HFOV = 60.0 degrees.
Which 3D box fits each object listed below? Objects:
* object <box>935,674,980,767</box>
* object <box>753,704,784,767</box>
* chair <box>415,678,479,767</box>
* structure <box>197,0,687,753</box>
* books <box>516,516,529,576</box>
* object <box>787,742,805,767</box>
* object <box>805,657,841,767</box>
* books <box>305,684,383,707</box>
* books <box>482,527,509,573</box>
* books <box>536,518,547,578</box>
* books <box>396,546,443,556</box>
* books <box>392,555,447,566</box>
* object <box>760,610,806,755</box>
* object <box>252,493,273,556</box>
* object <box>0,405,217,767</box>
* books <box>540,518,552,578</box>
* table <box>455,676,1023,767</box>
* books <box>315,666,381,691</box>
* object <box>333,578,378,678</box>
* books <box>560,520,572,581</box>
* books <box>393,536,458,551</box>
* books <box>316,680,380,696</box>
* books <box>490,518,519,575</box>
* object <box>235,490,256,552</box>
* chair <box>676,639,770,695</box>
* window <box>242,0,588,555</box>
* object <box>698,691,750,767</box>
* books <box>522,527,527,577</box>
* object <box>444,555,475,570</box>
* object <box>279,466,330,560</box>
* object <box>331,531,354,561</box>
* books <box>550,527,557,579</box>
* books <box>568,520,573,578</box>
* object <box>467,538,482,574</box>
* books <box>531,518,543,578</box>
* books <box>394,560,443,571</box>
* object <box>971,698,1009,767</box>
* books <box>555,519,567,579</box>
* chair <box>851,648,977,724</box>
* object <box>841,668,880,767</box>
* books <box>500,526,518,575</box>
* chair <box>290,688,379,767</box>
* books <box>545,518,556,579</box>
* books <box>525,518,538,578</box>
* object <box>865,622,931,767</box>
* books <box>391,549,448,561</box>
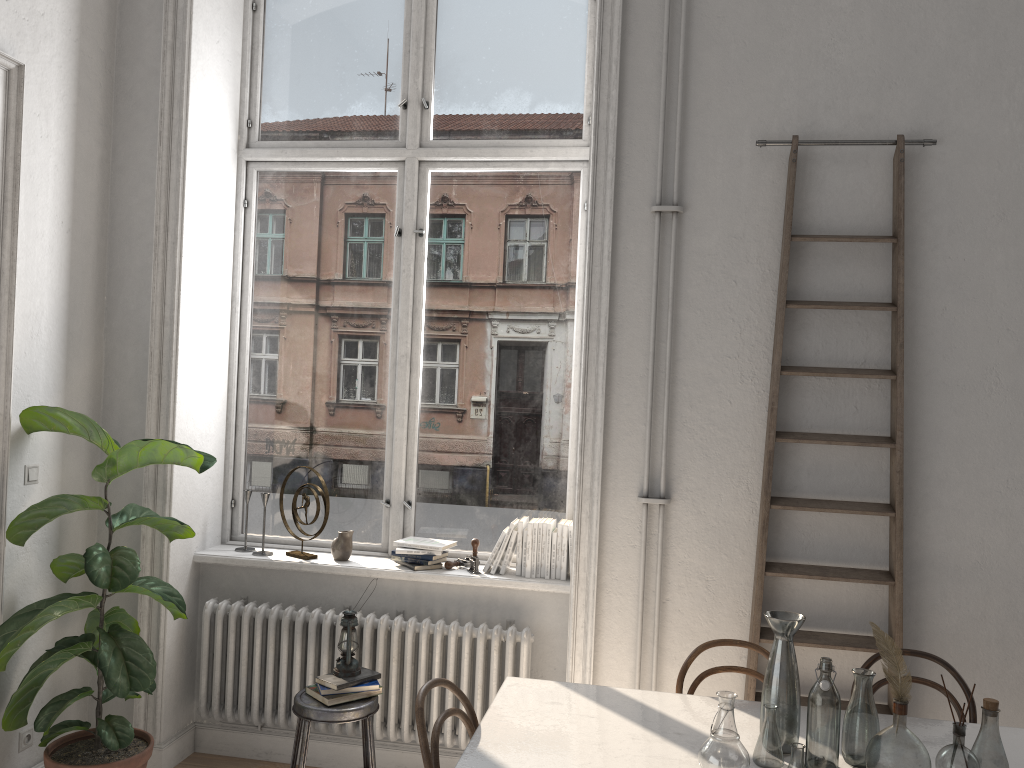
[{"bbox_3d":[1.178,0.918,2.336,0.107,0.283,0.107,3,0,5],"label":"object"},{"bbox_3d":[0.705,0.961,2.428,0.083,0.158,0.083,3,0,6],"label":"object"},{"bbox_3d":[-0.009,1.330,2.485,0.549,0.920,0.438,3,0,18],"label":"chair"},{"bbox_3d":[1.193,-0.391,3.564,5.181,4.474,0.340,2,0,10],"label":"structure"},{"bbox_3d":[0.048,0.733,4.029,0.024,0.243,0.175,3,0,10],"label":"books"},{"bbox_3d":[0.747,0.994,2.324,0.058,0.094,0.058,3,0,38],"label":"object"},{"bbox_3d":[0.846,0.894,2.405,0.086,0.301,0.086,2,0,-4],"label":"object"},{"bbox_3d":[-0.673,1.227,3.559,0.246,0.034,0.194,3,0,-40],"label":"books"},{"bbox_3d":[-0.066,0.751,4.031,0.105,0.194,0.155,3,0,9],"label":"books"},{"bbox_3d":[0.135,0.737,4.009,0.019,0.244,0.174,3,0,10],"label":"books"},{"bbox_3d":[-0.420,0.758,4.062,0.205,0.020,0.155,3,0,0],"label":"books"},{"bbox_3d":[-0.424,0.801,4.076,0.205,0.022,0.155,2,0,30],"label":"books"},{"bbox_3d":[0.770,0.851,2.532,0.116,0.383,0.116,3,0,21],"label":"object"},{"bbox_3d":[-1.167,0.659,4.174,0.095,0.289,0.095,3,0,32],"label":"object"},{"bbox_3d":[0.868,0.907,2.791,5.826,1.842,0.792,2,0,15],"label":"object"},{"bbox_3d":[0.157,0.738,4.010,0.024,0.243,0.175,3,0,10],"label":"books"},{"bbox_3d":[0.952,1.440,2.339,2.200,0.780,1.100,2,0,10],"label":"table"},{"bbox_3d":[-0.657,1.180,3.560,0.147,0.027,0.221,2,0,42],"label":"books"},{"bbox_3d":[-0.633,0.978,3.586,0.163,0.383,0.154,2,0,-16],"label":"object"},{"bbox_3d":[0.244,0.741,3.975,0.024,0.243,0.175,3,0,10],"label":"books"},{"bbox_3d":[-0.397,0.734,4.078,0.243,0.019,0.174,2,0,20],"label":"books"},{"bbox_3d":[-0.660,1.202,3.560,0.232,0.029,0.162,3,0,-19],"label":"books"},{"bbox_3d":[-0.028,0.733,4.020,0.100,0.235,0.174,3,0,10],"label":"books"},{"bbox_3d":[-1.272,0.654,4.251,0.095,0.289,0.095,3,0,41],"label":"object"},{"bbox_3d":[0.742,1.364,2.892,0.438,0.920,0.549,3,0,8],"label":"chair"},{"bbox_3d":[-0.487,-0.637,4.274,1.622,2.843,0.013,3,0,10],"label":"window"},{"bbox_3d":[0.558,0.923,2.325,0.132,0.219,0.132,3,0,-1],"label":"object"},{"bbox_3d":[0.069,0.753,4.005,0.020,0.205,0.155,3,0,10],"label":"books"},{"bbox_3d":[-0.243,0.818,4.049,0.153,0.048,0.088,3,0,-40],"label":"object"},{"bbox_3d":[-0.973,0.599,4.161,0.347,0.425,0.087,3,0,42],"label":"object"},{"bbox_3d":[-0.791,0.747,4.124,0.100,0.142,0.102,2,0,-15],"label":"object"},{"bbox_3d":[0.196,0.758,3.982,0.020,0.205,0.155,3,0,10],"label":"books"},{"bbox_3d":[0.275,0.742,3.967,0.040,0.244,0.174,3,0,10],"label":"books"},{"bbox_3d":[-0.167,0.769,3.979,0.048,0.153,0.088,2,0,-20],"label":"object"},{"bbox_3d":[0.113,0.735,3.996,0.019,0.244,0.174,3,0,10],"label":"books"},{"bbox_3d":[-0.431,0.823,4.080,0.147,0.023,0.221,3,0,-31],"label":"books"},{"bbox_3d":[1.288,0.958,2.394,0.101,0.212,0.101,2,0,-41],"label":"object"},{"bbox_3d":[0.223,0.740,3.999,0.024,0.243,0.175,3,0,10],"label":"books"},{"bbox_3d":[1.320,1.390,2.870,0.438,0.920,0.549,3,0,17],"label":"chair"},{"bbox_3d":[0.969,0.923,2.457,0.098,0.255,0.100,2,0,-13],"label":"object"},{"bbox_3d":[-0.004,0.750,4.017,0.072,0.203,0.155,3,0,10],"label":"books"},{"bbox_3d":[-0.708,1.501,3.530,0.364,0.523,0.360,2,0,-16],"label":"chair"},{"bbox_3d":[0.174,0.738,3.985,0.019,0.244,0.174,3,0,10],"label":"books"},{"bbox_3d":[0.090,0.735,3.991,0.024,0.243,0.175,3,0,10],"label":"books"},{"bbox_3d":[1.002,0.829,2.288,0.156,0.446,0.157,3,0,28],"label":"object"},{"bbox_3d":[-0.421,0.779,4.074,0.221,0.023,0.147,2,0,26],"label":"books"}]
